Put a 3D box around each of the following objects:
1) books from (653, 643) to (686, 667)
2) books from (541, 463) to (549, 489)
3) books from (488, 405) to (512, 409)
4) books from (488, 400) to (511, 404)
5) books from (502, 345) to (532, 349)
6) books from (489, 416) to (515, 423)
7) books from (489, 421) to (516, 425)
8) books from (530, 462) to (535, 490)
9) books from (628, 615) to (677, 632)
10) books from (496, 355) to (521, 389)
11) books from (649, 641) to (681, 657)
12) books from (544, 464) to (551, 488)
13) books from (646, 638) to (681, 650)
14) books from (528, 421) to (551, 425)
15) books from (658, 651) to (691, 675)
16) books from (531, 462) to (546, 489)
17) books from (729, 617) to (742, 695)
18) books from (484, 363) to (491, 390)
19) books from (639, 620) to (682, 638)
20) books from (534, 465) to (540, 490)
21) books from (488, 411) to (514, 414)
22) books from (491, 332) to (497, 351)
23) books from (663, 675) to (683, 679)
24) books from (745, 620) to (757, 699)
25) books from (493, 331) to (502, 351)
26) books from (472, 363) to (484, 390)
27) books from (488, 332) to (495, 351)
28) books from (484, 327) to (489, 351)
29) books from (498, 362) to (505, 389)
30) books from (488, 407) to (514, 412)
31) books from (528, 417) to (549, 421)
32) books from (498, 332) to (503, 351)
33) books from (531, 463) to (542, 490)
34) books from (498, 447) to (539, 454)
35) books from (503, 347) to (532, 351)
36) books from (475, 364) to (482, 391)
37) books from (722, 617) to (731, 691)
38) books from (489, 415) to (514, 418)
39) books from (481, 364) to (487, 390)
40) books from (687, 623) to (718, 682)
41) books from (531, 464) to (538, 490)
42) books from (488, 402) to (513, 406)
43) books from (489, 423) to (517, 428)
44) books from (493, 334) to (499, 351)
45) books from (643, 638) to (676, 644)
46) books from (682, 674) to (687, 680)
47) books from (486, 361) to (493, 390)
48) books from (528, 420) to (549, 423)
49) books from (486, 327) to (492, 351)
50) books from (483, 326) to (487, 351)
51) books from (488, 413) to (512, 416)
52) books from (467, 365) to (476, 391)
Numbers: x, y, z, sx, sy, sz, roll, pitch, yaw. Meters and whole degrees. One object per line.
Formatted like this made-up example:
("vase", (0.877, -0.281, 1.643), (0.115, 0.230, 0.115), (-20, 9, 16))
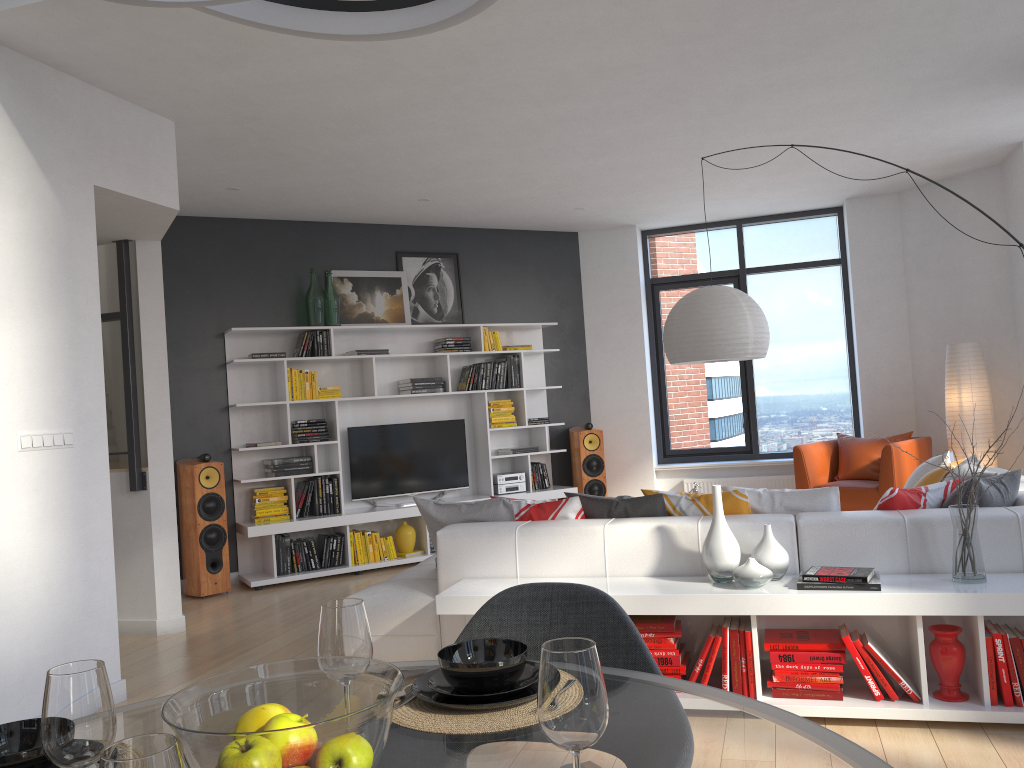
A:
("books", (0.573, 1.126, 3.698), (0.279, 0.039, 0.206), (-4, -2, 18))
("books", (0.266, 0.865, 8.353), (0.066, 0.242, 0.177), (-3, -2, -29))
("books", (-0.131, 0.211, 8.244), (0.227, 0.022, 0.160), (-4, -2, -13))
("books", (-0.145, 0.166, 8.262), (0.223, 0.023, 0.163), (-3, -2, -24))
("books", (0.026, -0.345, 8.328), (0.257, 0.024, 0.203), (-3, -2, -25))
("books", (-0.121, 0.330, 8.229), (0.243, 0.042, 0.189), (-3, -2, -28))
("books", (-0.118, 0.363, 8.224), (0.257, 0.024, 0.203), (-3, -2, -25))
("books", (0.138, 0.859, 8.301), (0.053, 0.268, 0.202), (-3, -2, -29))
("books", (0.551, 0.990, 3.694), (0.259, 0.034, 0.206), (-4, -2, 14))
("books", (-0.038, -0.105, 8.302), (0.128, 0.321, 0.259), (-3, -2, -28))
("books", (0.564, 1.093, 3.684), (0.261, 0.027, 0.191), (-4, -2, 13))
("books", (0.281, 0.869, 8.397), (0.077, 0.233, 0.179), (-3, -2, -28))
("books", (0.570, 1.067, 3.678), (0.236, 0.023, 0.178), (-4, -2, 17))
("books", (0.232, 0.371, 8.354), (0.213, 0.023, 0.161), (-3, -2, -25))
("books", (0.581, 1.161, 3.694), (0.301, 0.032, 0.227), (-4, -2, 17))
("books", (0.236, 0.861, 8.346), (0.066, 0.255, 0.193), (-3, -2, -29))
("books", (0.907, 1.098, 3.576), (0.038, 0.270, 0.215), (-4, -2, 17))
("books", (-0.264, -0.064, 8.148), (0.084, 0.249, 0.191), (-3, -2, -28))
("books", (0.568, 1.018, 3.680), (0.266, 0.026, 0.187), (-4, -2, 11))
("books", (0.193, 0.872, 8.318), (0.049, 0.236, 0.170), (-3, -2, -28))
("books", (-0.131, 0.265, 8.241), (0.239, 0.019, 0.171), (-3, -2, -28))
("books", (-0.192, -0.384, 8.154), (0.044, 0.178, 0.128), (-3, -2, -29))
("books", (0.569, 1.188, 3.660), (0.266, 0.026, 0.187), (-4, -2, 16))
("books", (0.955, 1.095, 3.536), (0.028, 0.269, 0.181), (-4, -2, 16))
("books", (-0.157, -0.389, 8.176), (0.064, 0.184, 0.141), (-3, -2, -27))
("books", (-0.322, -0.063, 8.119), (0.075, 0.254, 0.192), (-3, -2, -29))
("books", (-0.213, -0.384, 8.150), (0.054, 0.180, 0.132), (-3, -2, -28))
("books", (-0.275, -0.403, 8.134), (0.041, 0.224, 0.163), (-3, -2, -30))
("books", (-0.138, -0.071, 8.214), (0.084, 0.249, 0.191), (-3, -2, -28))
("books", (-0.123, 0.239, 8.245), (0.239, 0.033, 0.176), (-3, -2, -25))
("books", (0.222, 0.334, 8.371), (0.213, 0.023, 0.161), (-3, -2, -25))
("books", (-0.140, -0.390, 8.195), (0.044, 0.184, 0.142), (-3, -2, -28))
("books", (0.216, 0.867, 8.322), (0.050, 0.242, 0.169), (-3, -2, -29))
("books", (0.058, 0.621, 8.296), (0.310, 0.047, 0.250), (-3, -2, -33))
("books", (0.034, -0.320, 8.321), (0.257, 0.028, 0.194), (-3, -2, -23))
("books", (-0.329, -0.056, 8.085), (0.069, 0.242, 0.172), (-3, -2, -28))
("books", (0.865, 1.097, 3.572), (0.046, 0.282, 0.199), (-4, -2, 17))
("books", (-0.132, 0.303, 8.241), (0.251, 0.014, 0.189), (-3, -2, -25))
("books", (-0.295, -0.057, 8.126), (0.068, 0.243, 0.179), (-3, -2, -30))
("books", (0.768, 1.119, 3.608), (0.144, 0.247, 0.188), (-4, -2, 17))
("books", (0.169, 0.873, 8.313), (0.053, 0.240, 0.189), (-3, -2, -28))
("books", (-0.124, 0.187, 8.246), (0.223, 0.023, 0.163), (-3, -2, -24))
("books", (-0.109, 0.388, 8.217), (0.257, 0.028, 0.194), (-3, -2, -23))
("books", (-0.170, -0.377, 8.152), (0.046, 0.161, 0.108), (-3, -2, -30))
("books", (0.553, 1.045, 3.692), (0.257, 0.025, 0.182), (-4, -2, 17))
("books", (0.572, 1.215, 3.655), (0.282, 0.030, 0.188), (-4, -2, 18))
("books", (-0.235, -0.070, 8.165), (0.066, 0.260, 0.197), (-3, -2, -28))
("books", (0.229, 0.352, 8.356), (0.198, 0.015, 0.142), (-3, -2, -30))
("books", (-0.252, -0.403, 8.155), (0.054, 0.224, 0.164), (-3, -2, -29))
("books", (-0.286, -0.404, 8.106), (0.041, 0.229, 0.161), (-3, -2, -30))
("books", (-0.132, 0.284, 8.219), (0.217, 0.023, 0.145), (-3, -2, -24))
("books", (-0.399, -0.048, 8.076), (0.096, 0.234, 0.187), (-3, -2, -28))
